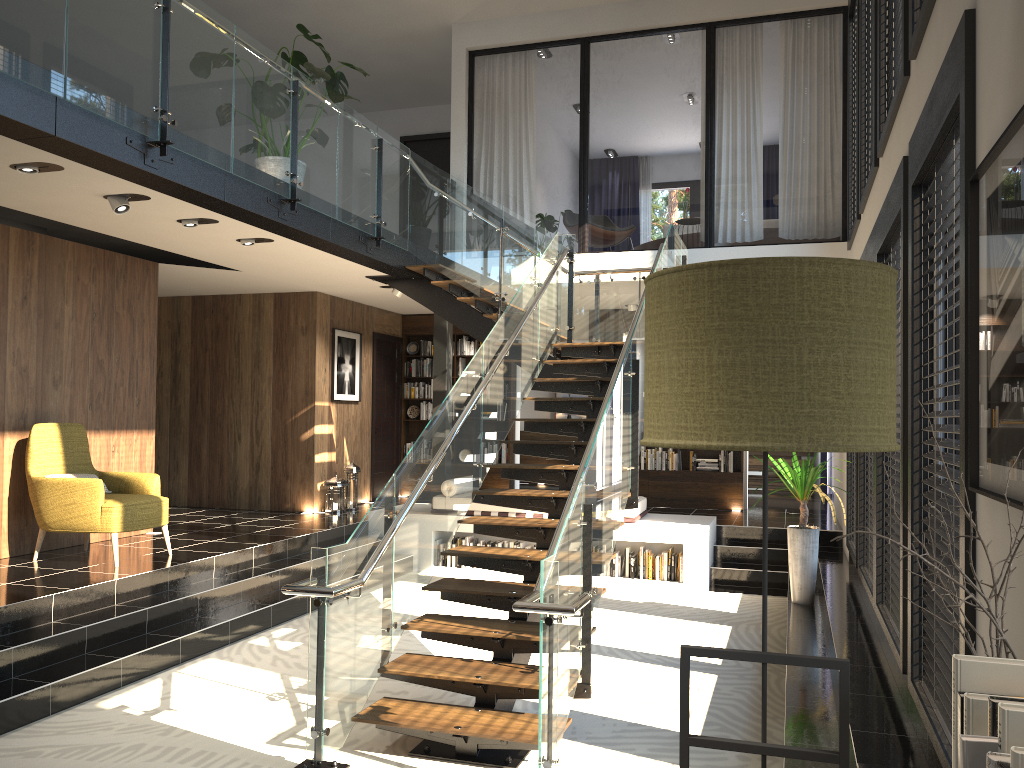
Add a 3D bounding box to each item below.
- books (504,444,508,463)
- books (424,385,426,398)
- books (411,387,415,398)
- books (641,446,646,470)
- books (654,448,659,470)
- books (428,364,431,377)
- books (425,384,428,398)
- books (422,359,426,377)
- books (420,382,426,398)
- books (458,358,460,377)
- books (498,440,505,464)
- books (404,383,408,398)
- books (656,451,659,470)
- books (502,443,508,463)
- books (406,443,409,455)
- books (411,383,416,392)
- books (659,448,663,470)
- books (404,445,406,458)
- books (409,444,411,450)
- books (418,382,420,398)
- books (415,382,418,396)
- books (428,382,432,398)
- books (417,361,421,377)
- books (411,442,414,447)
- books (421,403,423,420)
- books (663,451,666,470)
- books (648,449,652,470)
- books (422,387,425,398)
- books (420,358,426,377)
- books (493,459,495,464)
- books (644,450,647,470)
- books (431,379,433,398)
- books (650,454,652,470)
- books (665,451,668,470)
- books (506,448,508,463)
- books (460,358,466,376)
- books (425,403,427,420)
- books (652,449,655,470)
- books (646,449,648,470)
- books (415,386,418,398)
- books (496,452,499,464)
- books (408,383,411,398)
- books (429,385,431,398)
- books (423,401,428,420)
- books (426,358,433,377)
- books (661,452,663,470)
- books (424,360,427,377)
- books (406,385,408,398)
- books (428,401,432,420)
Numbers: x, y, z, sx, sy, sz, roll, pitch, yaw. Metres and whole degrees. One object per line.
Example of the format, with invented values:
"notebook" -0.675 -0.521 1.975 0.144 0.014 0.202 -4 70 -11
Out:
"books" -0.075 1.009 12.708 0.029 0.306 0.149 0 -2 18
"books" -1.252 0.107 13.133 0.053 0.216 0.151 0 -2 17
"books" -1.449 0.131 13.194 0.037 0.169 0.148 0 -2 18
"books" 1.793 1.008 12.086 0.035 0.312 0.160 0 -2 18
"books" 1.966 1.016 12.056 0.032 0.298 0.169 0 -2 18
"books" -1.190 -0.195 13.086 0.025 0.188 0.181 0 -2 18
"books" -1.230 0.111 13.089 0.016 0.205 0.205 0 -2 18
"books" -1.293 -0.232 13.123 0.019 0.264 0.175 0 -2 18
"books" -1.320 0.096 13.134 0.026 0.237 0.164 0 -2 18
"books" -0.744 -0.241 12.991 0.027 0.279 0.166 0 -2 18
"books" -0.152 0.985 12.736 0.065 0.354 0.164 0 -2 17
"books" -1.559 0.103 13.237 0.030 0.224 0.166 0 -2 18
"books" 1.985 1.036 12.024 0.025 0.255 0.202 0 -2 18
"books" -0.104 1.005 12.724 0.035 0.314 0.168 0 -2 18
"books" -1.516 1.021 13.180 0.014 0.282 0.232 0 -2 18
"books" -1.469 0.100 13.221 0.018 0.232 0.123 0 -2 18
"books" 2.018 1.012 12.034 0.032 0.305 0.155 0 -2 18
"books" -1.561 1.032 13.220 0.032 0.261 0.195 0 -2 18
"books" -1.474 1.027 13.152 0.022 0.269 0.216 0 -2 18
"books" -1.344 0.098 13.162 0.036 0.235 0.170 0 -2 18
"books" -1.400 0.098 13.194 0.019 0.236 0.139 0 -2 17
"books" -1.204 0.094 13.110 0.020 0.243 0.154 0 -2 18
"books" -1.356 -0.222 13.133 0.039 0.243 0.179 0 -2 17
"books" -1.442 1.009 13.141 0.015 0.306 0.222 0 -2 18
"books" -1.300 0.403 13.100 0.026 0.257 0.192 0 -2 18
"books" 2.070 1.037 12.012 0.034 0.255 0.194 0 -2 18
"books" 1.876 1.026 12.062 0.030 0.276 0.160 0 -2 18
"books" -1.292 0.132 13.137 0.026 0.167 0.173 0 -2 18
"books" -1.321 -0.243 13.154 0.015 0.287 0.154 0 -2 18
"books" -0.235 1.016 12.757 0.018 0.292 0.191 0 -2 18
"books" 1.826 1.033 12.086 0.030 0.262 0.173 0 -2 18
"books" -1.140 0.073 13.078 0.018 0.284 0.198 0 -2 18
"books" 1.906 1.057 12.065 0.025 0.214 0.170 0 -2 18
"books" 2.100 1.039 12.004 0.029 0.250 0.142 0 -2 18
"books" -0.045 1.039 12.709 0.029 0.247 0.139 0 -2 18
"books" -0.722 -0.241 12.989 0.016 0.278 0.209 0 -2 18
"books" -1.244 0.411 13.120 0.032 0.245 0.120 0 -2 18
"books" 1.936 1.025 12.067 0.031 0.280 0.141 0 -2 18
"books" 1.858 1.028 12.095 0.025 0.274 0.150 0 -2 18
"books" -1.382 0.125 13.159 0.035 0.180 0.165 0 -2 18
"books" -0.192 1.066 12.774 0.032 0.195 0.134 0 -2 18
"books" -1.502 0.097 13.183 0.022 0.235 0.194 0 -2 18
"books" -1.187 0.118 13.091 0.025 0.193 0.172 0 -2 18
"books" -1.275 0.394 13.103 0.018 0.275 0.144 0 -2 17
"books" -1.213 -0.237 13.107 0.033 0.273 0.189 0 -2 18
"books" 2.040 1.041 12.013 0.023 0.246 0.149 0 -2 18
"books" -1.261 -0.227 13.140 0.032 0.255 0.160 0 -2 18
"books" -1.525 0.119 13.220 0.045 0.192 0.164 0 -2 18
"books" -1.195 0.393 13.090 0.032 0.279 0.133 0 -2 18
